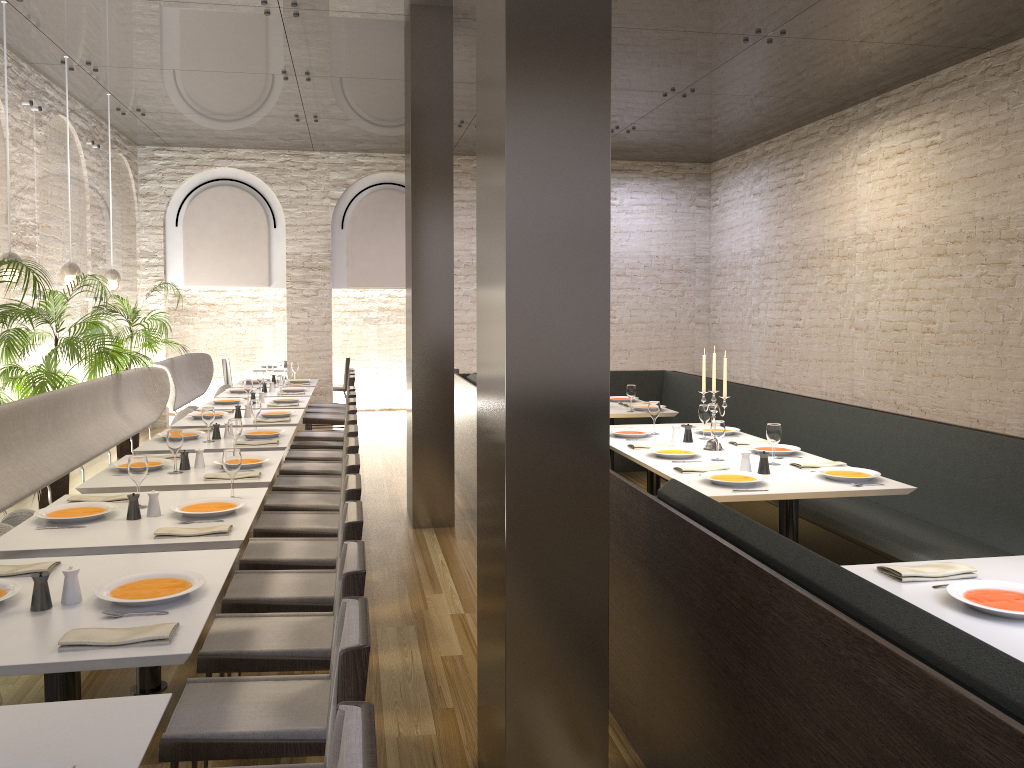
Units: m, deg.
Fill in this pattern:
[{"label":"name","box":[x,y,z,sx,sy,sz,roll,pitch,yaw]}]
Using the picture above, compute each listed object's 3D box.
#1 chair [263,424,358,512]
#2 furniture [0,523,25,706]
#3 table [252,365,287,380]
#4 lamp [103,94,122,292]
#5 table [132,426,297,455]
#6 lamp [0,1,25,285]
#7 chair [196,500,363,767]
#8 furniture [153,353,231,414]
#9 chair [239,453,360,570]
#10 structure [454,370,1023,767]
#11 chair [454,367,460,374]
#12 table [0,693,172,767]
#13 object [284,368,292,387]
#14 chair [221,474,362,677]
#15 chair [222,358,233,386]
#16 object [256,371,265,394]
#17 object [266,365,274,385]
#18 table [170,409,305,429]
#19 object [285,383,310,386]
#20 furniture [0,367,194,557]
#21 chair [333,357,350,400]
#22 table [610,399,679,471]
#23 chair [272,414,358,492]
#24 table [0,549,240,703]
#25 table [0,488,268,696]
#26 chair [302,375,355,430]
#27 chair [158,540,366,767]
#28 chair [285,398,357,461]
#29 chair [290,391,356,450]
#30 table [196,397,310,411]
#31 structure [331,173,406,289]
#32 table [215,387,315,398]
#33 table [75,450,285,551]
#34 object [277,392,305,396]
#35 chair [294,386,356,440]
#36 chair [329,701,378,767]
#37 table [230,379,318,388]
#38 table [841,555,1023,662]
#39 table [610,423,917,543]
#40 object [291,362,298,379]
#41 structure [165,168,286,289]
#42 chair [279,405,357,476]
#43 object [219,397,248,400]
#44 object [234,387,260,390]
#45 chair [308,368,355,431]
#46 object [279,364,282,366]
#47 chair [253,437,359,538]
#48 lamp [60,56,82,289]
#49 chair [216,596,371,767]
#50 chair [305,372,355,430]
[{"label":"chair","box":[-1.227,0.727,5.472,0.565,0.904,0.413,-1,3,-10]},{"label":"furniture","box":[-1.981,0.943,1.814,0.709,1.095,4.486,-1,5,-10]},{"label":"table","box":[-3.378,0.128,13.372,0.936,0.758,1.013,-1,4,-10]},{"label":"lamp","box":[-4.164,-1.976,9.193,0.178,2.037,0.178,-2,3,-31]},{"label":"table","box":[-1.991,0.746,6.105,0.936,0.758,1.013,-1,4,-10]},{"label":"lamp","box":[-3.664,-1.741,6.437,0.178,2.037,0.178,-1,3,-25]},{"label":"chair","box":[-0.819,0.918,3.223,0.565,0.904,0.413,-1,3,-10]},{"label":"furniture","box":[-3.464,0.247,9.990,0.707,1.095,2.590,-1,5,-10]},{"label":"chair","box":[-1.021,0.823,4.336,0.565,0.904,0.413,-1,3,-10]},{"label":"structure","box":[1.533,0.804,3.984,2.372,0.998,10.773,-1,5,-10]},{"label":"chair","box":[-0.479,0.243,11.156,0.565,0.904,0.413,-1,3,-10]},{"label":"table","box":[-1.151,1.139,1.476,0.936,0.758,1.013,-1,4,-10]},{"label":"object","box":[-2.452,-0.057,9.719,0.086,0.230,0.086,1,3,20]},{"label":"chair","box":[-0.920,0.871,3.780,0.565,0.904,0.413,-1,3,-10]},{"label":"chair","box":[-4.025,0.066,13.246,0.565,0.904,0.413,-1,3,-10]},{"label":"object","box":[-2.621,-0.015,9.228,0.086,0.230,0.086,1,3,20]},{"label":"object","box":[-2.822,-0.109,10.336,0.086,0.230,0.086,1,3,20]},{"label":"table","box":[-2.200,0.648,7.257,0.936,0.758,1.013,-1,4,-10]},{"label":"object","box":[-2.475,0.006,10.236,0.273,0.033,0.143,-1,5,-10]},{"label":"furniture","box":[-2.809,0.555,6.375,0.709,1.095,4.486,-1,5,-10]},{"label":"chair","box":[-2.734,0.046,13.480,0.565,0.904,0.413,-1,3,-10]},{"label":"table","box":[0.777,0.579,8.047,1.100,0.758,1.191,-1,4,-10]},{"label":"chair","box":[-1.327,0.680,6.026,0.565,0.904,0.413,-1,3,-10]},{"label":"table","box":[-1.374,1.035,2.706,0.936,0.758,1.013,-1,4,-10]},{"label":"table","box":[-1.576,0.940,3.819,0.936,0.758,1.013,-1,4,-10]},{"label":"chair","box":[-1.990,0.369,9.680,0.565,0.904,0.413,-1,3,-10]},{"label":"chair","box":[-0.713,0.968,2.639,0.565,0.904,0.413,-1,3,-10]},{"label":"chair","box":[-1.534,0.583,7.167,0.565,0.904,0.413,-1,3,-10]},{"label":"chair","box":[-1.639,0.533,7.747,0.565,0.904,0.413,-1,3,-10]},{"label":"table","box":[-2.399,0.554,8.356,0.936,0.758,1.013,-1,4,-10]},{"label":"structure","box":[-1.784,-2.216,12.839,1.633,1.672,0.098,-1,3,-10]},{"label":"table","box":[-2.596,0.462,9.441,0.936,0.758,1.013,-1,4,-10]},{"label":"table","box":[-1.784,0.843,4.963,0.936,0.758,1.013,-1,4,-10]},{"label":"object","box":[-2.272,0.101,9.115,0.273,0.033,0.143,-1,5,-10]},{"label":"chair","box":[-1.739,0.487,8.295,0.565,0.904,0.413,-1,3,-10]},{"label":"chair","box":[-0.502,1.067,1.477,0.565,0.904,0.413,-1,3,-10]},{"label":"table","box":[-2.799,0.367,10.562,0.936,0.758,1.013,-1,4,-10]},{"label":"table","box":[1.890,1.101,1.911,1.100,0.758,2.544,-1,5,-10]},{"label":"table","box":[1.233,0.793,5.534,1.100,0.758,2.544,-1,5,-10]},{"label":"object","box":[-2.653,-0.151,10.828,0.086,0.230,0.086,1,3,20]},{"label":"structure","box":[-4.009,-2.181,12.437,1.633,1.672,0.098,-1,3,-10]},{"label":"chair","box":[-1.433,0.630,6.608,0.565,0.904,0.413,-1,3,-10]},{"label":"object","box":[-2.710,0.142,8.629,0.273,0.033,0.143,-1,5,-10]},{"label":"object","box":[-2.907,0.050,9.714,0.273,0.033,0.143,-1,5,-10]},{"label":"chair","box":[-2.193,0.274,10.799,0.565,0.904,0.413,-1,3,-10]},{"label":"object","box":[-3.689,-0.284,13.645,0.273,0.033,0.143,-1,5,-10]},{"label":"chair","box":[-1.127,0.774,4.920,0.565,0.904,0.413,-1,3,-10]},{"label":"lamp","box":[-3.917,-1.860,7.829,0.178,2.037,0.178,-2,3,-31]},{"label":"chair","box":[-0.612,1.015,2.083,0.565,0.904,0.413,-1,3,-10]},{"label":"chair","box":[-2.090,0.322,10.232,0.565,0.904,0.413,-1,3,-10]}]
